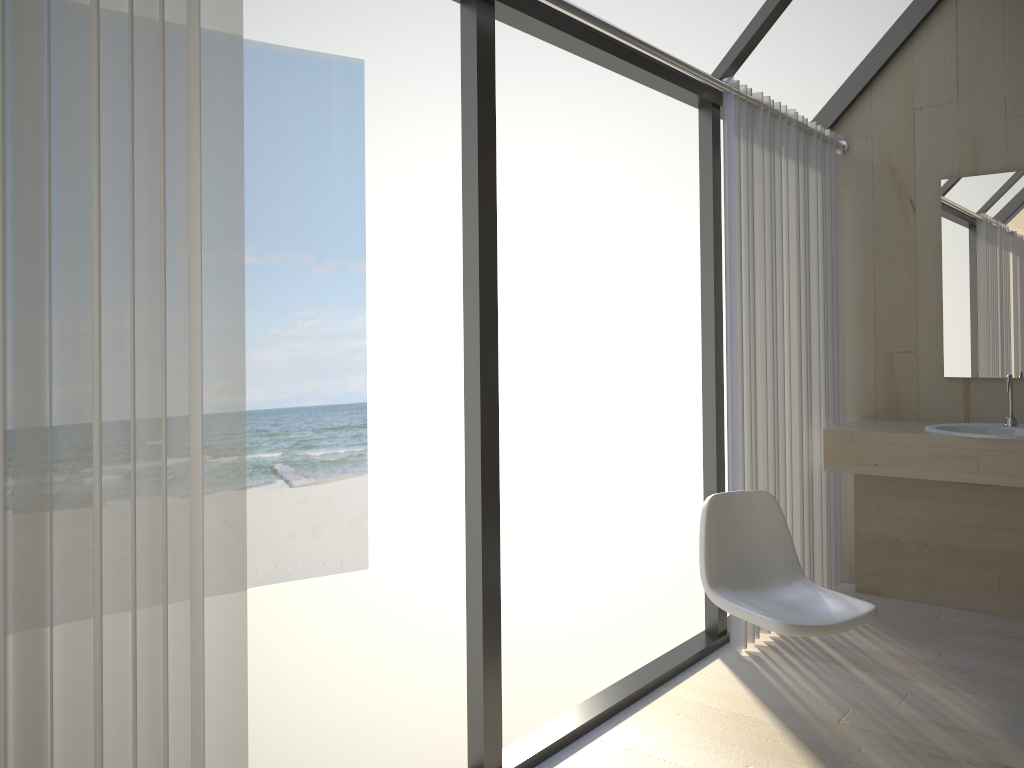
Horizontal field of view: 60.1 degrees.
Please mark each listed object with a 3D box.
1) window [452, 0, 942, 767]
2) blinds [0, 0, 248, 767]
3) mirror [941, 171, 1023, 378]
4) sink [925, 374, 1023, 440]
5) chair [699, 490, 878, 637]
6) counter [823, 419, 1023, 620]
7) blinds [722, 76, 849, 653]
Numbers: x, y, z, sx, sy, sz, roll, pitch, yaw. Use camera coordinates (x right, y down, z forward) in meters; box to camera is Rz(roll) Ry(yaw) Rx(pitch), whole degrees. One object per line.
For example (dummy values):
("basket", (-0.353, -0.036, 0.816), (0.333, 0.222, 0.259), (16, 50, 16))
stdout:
("window", (0.297, -0.366, 2.273), (0.745, 2.814, 4.564), (-1, 1, 38))
("blinds", (-0.861, 0.045, 1.101), (0.084, 2.071, 1.183), (-1, 0, 38))
("mirror", (2.159, -0.459, 3.704), (0.653, 0.869, 0.023), (0, 0, 38))
("sink", (1.946, 0.173, 3.498), (0.573, 0.419, 0.504), (1, 2, 42))
("chair", (0.790, 0.521, 2.623), (0.369, 0.347, 0.454), (-1, 2, -23))
("counter", (1.953, 0.585, 3.552), (1.205, 0.791, 0.551), (1, 1, 38))
("blinds", (1.149, -0.099, 3.661), (0.084, 2.071, 1.183), (-1, 0, 38))
